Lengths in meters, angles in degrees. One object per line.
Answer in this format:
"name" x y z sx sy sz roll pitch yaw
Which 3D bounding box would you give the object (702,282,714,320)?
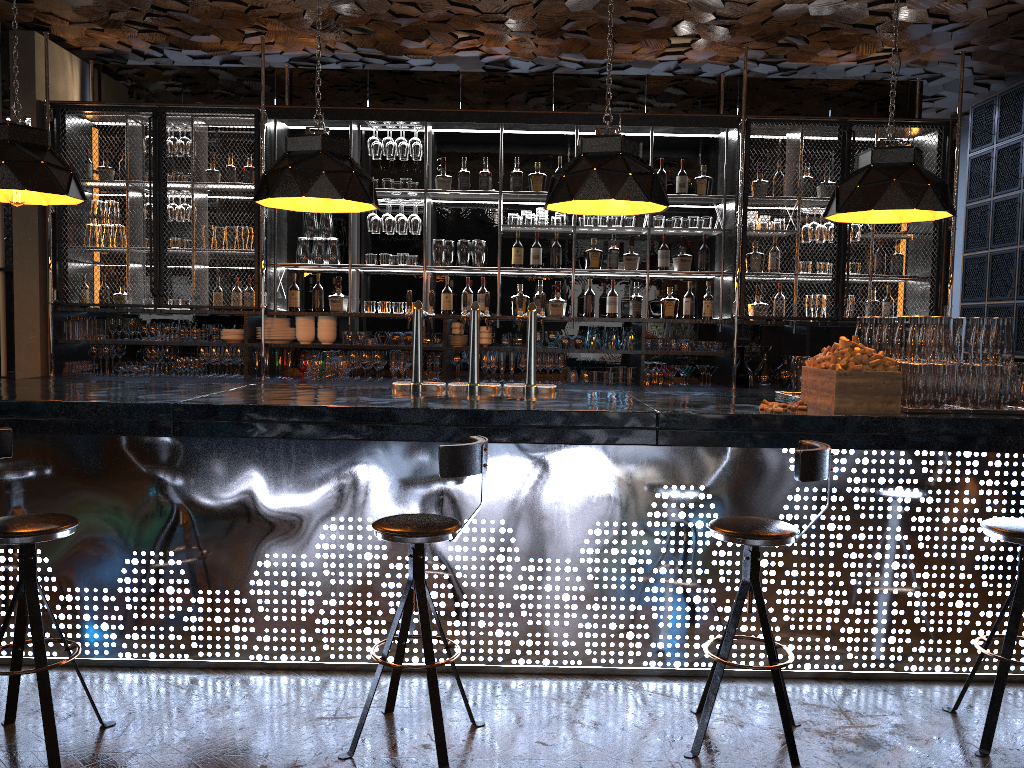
"object" 1.524 -0.644 6.890 0.080 0.299 0.080 1 4 2

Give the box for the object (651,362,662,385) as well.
"object" 1.116 -0.080 6.871 0.089 0.174 0.089 -2 5 -40

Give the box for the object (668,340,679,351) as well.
"object" 1.221 -0.292 6.715 0.084 0.082 0.084 2 4 17

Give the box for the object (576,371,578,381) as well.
"object" 0.476 -0.053 6.841 0.067 0.100 0.067 1 4 -8

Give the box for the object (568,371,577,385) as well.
"object" 0.462 -0.045 6.728 0.067 0.100 0.067 1 4 -8

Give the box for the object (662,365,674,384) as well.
"object" 1.223 -0.074 6.994 0.106 0.148 0.106 2 4 18

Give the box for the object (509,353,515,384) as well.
"object" -0.002 -0.120 6.719 0.049 0.231 0.049 1 4 -5

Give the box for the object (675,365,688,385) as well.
"object" 1.338 -0.072 6.994 0.106 0.148 0.106 4 5 39

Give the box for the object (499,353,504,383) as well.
"object" -0.077 -0.121 6.719 0.049 0.231 0.049 2 4 11

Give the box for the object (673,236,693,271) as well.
"object" 1.318 -1.001 6.851 0.123 0.279 0.123 0 4 -11

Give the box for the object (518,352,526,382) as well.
"object" 0.087 -0.134 6.970 0.091 0.229 0.091 4 5 35

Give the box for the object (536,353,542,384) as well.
"object" 0.184 -0.117 6.745 0.091 0.229 0.091 -3 5 -43

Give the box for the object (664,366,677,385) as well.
"object" 1.226 -0.066 6.877 0.106 0.148 0.106 4 5 32

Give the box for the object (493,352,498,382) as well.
"object" -0.138 -0.132 6.832 0.058 0.234 0.058 4 5 33

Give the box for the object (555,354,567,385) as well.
"object" 0.372 -0.113 6.743 0.091 0.229 0.091 -1 4 -28

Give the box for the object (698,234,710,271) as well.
"object" 1.487 -1.010 6.868 0.086 0.299 0.086 -2 5 -41

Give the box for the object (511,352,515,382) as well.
"object" 0.005 -0.129 6.849 0.049 0.231 0.049 2 4 8

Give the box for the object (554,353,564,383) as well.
"object" 0.377 -0.129 6.974 0.091 0.229 0.091 1 4 -3

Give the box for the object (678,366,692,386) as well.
"object" 1.341 -0.064 6.879 0.106 0.148 0.106 3 4 28

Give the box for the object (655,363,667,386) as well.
"object" 1.138 -0.073 6.774 0.089 0.174 0.089 -2 5 -40

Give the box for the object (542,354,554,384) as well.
"object" 0.275 -0.115 6.744 0.091 0.229 0.091 3 4 27

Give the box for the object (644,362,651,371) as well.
"object" 1.041 -0.077 6.809 0.089 0.174 0.089 -2 5 -40

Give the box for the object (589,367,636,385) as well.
"object" 0.773 -0.065 6.839 0.356 0.134 0.206 2 4 7

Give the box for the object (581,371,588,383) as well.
"object" 0.566 -0.051 6.851 0.067 0.099 0.067 -1 4 -28

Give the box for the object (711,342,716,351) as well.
"object" 1.571 -0.286 6.802 0.098 0.070 0.088 3 4 27

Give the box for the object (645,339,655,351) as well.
"object" 1.042 -0.295 6.718 0.084 0.082 0.084 1 4 -8

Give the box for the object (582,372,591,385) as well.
"object" 0.566 -0.042 6.727 0.067 0.099 0.067 -1 4 -28

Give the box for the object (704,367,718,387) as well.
"object" 1.507 -0.053 6.741 0.107 0.152 0.107 3 4 25

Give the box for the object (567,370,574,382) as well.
"object" 0.465 -0.060 6.951 0.067 0.100 0.067 1 4 -8

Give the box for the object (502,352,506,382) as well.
"object" -0.069 -0.130 6.846 0.049 0.231 0.049 4 5 36

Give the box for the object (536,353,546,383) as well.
"object" 0.219 -0.124 6.858 0.091 0.229 0.091 3 5 32

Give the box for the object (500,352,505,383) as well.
"object" -0.076 -0.126 6.785 0.049 0.231 0.049 2 4 8

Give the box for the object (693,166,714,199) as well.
"object" 1.474 -1.553 6.827 0.151 0.248 0.094 3 4 28

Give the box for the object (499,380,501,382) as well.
"object" -0.075 -0.134 6.911 0.049 0.231 0.049 0 4 -11

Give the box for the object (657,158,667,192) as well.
"object" 1.150 -1.586 6.828 0.086 0.299 0.086 -2 5 -41

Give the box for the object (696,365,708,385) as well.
"object" 1.501 -0.070 6.987 0.107 0.152 0.107 1 4 6

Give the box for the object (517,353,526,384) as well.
"object" 0.081 -0.119 6.739 0.091 0.229 0.091 0 4 -14

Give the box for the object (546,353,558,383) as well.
"object" 0.314 -0.122 6.856 0.091 0.229 0.091 1 4 -7

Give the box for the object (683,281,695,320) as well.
"object" 1.378 -0.648 6.903 0.086 0.298 0.086 -2 5 -41

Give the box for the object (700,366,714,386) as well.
"object" 1.506 -0.061 6.858 0.107 0.152 0.107 2 4 14

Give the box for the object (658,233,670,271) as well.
"object" 1.177 -1.016 6.871 0.086 0.298 0.086 -2 5 -41

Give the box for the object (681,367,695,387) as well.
"object" 1.342 -0.056 6.763 0.106 0.148 0.106 2 4 9

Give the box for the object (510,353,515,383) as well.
"object" 0.000 -0.124 6.784 0.049 0.231 0.049 1 4 4

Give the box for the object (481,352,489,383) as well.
"object" -0.205 -0.126 6.727 0.058 0.234 0.058 5 5 42

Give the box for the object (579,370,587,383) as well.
"object" 0.563 -0.058 6.948 0.067 0.099 0.067 -1 4 -28

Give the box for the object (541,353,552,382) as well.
"object" 0.276 -0.130 6.970 0.091 0.229 0.091 -1 5 -32

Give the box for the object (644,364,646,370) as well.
"object" 1.030 -0.084 6.903 0.089 0.174 0.089 -2 5 -40

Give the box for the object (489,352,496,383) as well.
"object" -0.147 -0.125 6.737 0.058 0.234 0.058 1 4 3

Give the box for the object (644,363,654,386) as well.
"object" 1.031 -0.071 6.714 0.089 0.174 0.089 -2 5 -40

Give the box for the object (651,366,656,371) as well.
"object" 1.130 -0.086 6.968 0.089 0.174 0.089 -2 5 -40

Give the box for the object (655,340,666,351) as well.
"object" 1.124 -0.294 6.716 0.084 0.082 0.084 1 4 1

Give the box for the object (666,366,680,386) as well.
"object" 1.224 -0.058 6.760 0.106 0.148 0.106 2 4 18

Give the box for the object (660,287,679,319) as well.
"object" 1.224 -0.625 6.890 0.151 0.248 0.094 2 4 9

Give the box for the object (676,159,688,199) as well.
"object" 1.314 -1.585 6.857 0.086 0.298 0.086 -2 5 -41

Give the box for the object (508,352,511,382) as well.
"object" -0.006 -0.133 6.908 0.049 0.231 0.049 1 4 2
